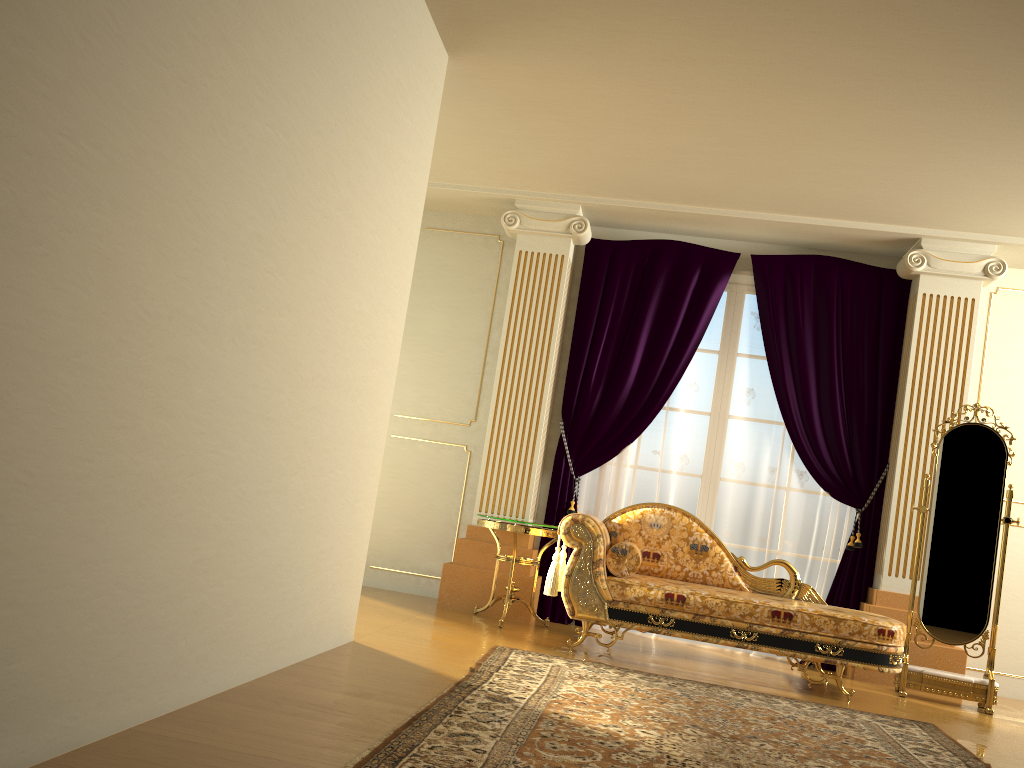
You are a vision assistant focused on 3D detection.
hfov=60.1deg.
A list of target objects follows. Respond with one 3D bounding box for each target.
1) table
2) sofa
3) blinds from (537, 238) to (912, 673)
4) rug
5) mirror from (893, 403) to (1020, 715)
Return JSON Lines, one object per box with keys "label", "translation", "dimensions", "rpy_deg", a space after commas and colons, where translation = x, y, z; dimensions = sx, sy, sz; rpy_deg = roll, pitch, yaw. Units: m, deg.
{"label": "table", "translation": [0.019, 1.158, 5.435], "dimensions": [0.575, 0.639, 0.571], "rpy_deg": [13, -7, -35]}
{"label": "sofa", "translation": [1.158, 1.134, 4.854], "dimensions": [1.890, 0.866, 0.699], "rpy_deg": [8, -5, 9]}
{"label": "blinds", "translation": [1.370, 0.408, 5.873], "dimensions": [2.231, 2.639, 0.341], "rpy_deg": [8, -4, 10]}
{"label": "rug", "translation": [0.720, 1.220, 2.829], "dimensions": [2.113, 0.017, 3.104], "rpy_deg": [7, -8, 10]}
{"label": "mirror", "translation": [2.518, 0.940, 4.970], "dimensions": [0.540, 1.691, 0.245], "rpy_deg": [7, -4, 19]}
